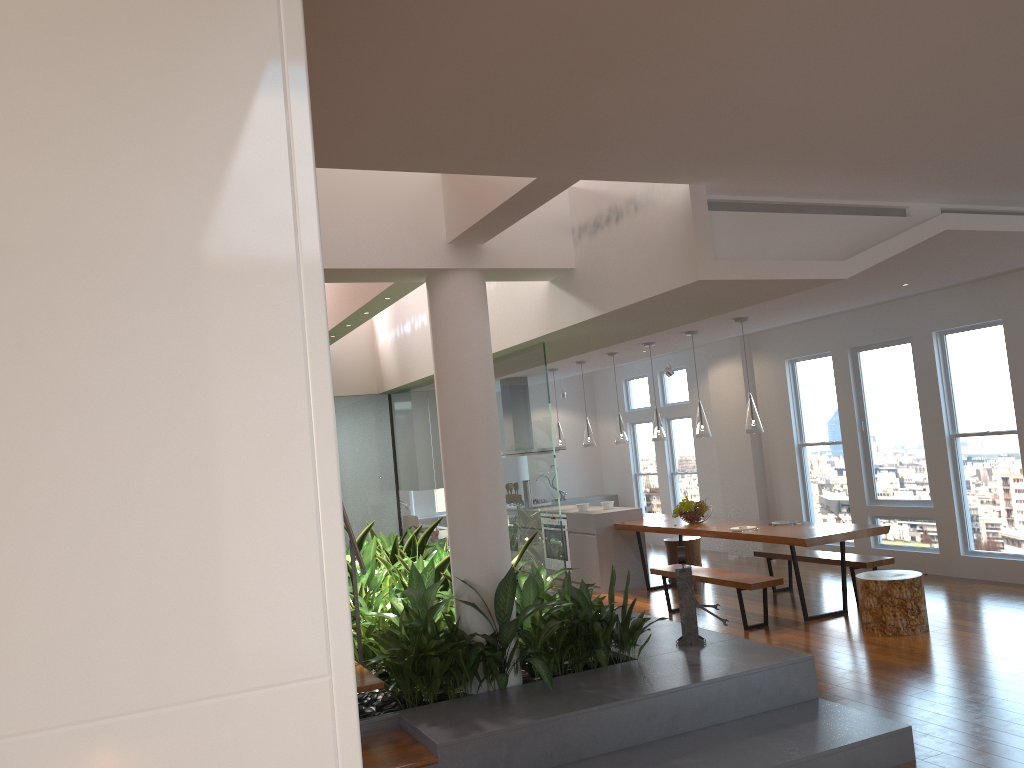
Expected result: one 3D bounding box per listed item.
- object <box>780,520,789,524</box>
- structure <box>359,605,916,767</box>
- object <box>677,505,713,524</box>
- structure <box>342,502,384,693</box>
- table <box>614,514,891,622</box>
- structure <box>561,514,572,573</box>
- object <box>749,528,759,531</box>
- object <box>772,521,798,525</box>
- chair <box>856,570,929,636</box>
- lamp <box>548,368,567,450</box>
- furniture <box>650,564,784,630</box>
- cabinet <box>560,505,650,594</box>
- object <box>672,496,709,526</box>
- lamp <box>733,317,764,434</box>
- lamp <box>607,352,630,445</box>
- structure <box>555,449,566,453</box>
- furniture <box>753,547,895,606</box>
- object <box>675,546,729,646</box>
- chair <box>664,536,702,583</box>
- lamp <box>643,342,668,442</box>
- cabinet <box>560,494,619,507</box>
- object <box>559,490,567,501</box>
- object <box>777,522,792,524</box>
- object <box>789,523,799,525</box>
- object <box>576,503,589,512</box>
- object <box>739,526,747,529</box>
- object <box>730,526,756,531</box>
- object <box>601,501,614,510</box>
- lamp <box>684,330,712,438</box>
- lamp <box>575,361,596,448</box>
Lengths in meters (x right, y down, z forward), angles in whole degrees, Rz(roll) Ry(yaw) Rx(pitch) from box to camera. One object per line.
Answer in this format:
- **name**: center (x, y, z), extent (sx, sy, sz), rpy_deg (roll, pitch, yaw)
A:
- **object**: center (2.427, 1.233, 7.896), extent (0.079, 0.030, 0.070), rpy_deg (-7, -4, 19)
- **structure**: center (-0.692, 1.929, 5.994), extent (3.088, 0.386, 5.584), rpy_deg (-3, -5, -24)
- **object**: center (1.804, 1.296, 8.736), extent (0.360, 0.159, 0.360), rpy_deg (-8, -5, 29)
- **structure**: center (-1.347, -0.060, 6.662), extent (2.552, 4.265, 4.591), rpy_deg (-3, -5, -24)
- **table**: center (1.457, 1.822, 9.639), extent (0.893, 0.704, 5.996), rpy_deg (-3, -5, -24)
- **structure**: center (0.517, 1.819, 10.203), extent (0.072, 0.648, 0.644), rpy_deg (-3, -5, -24)
- **object**: center (2.067, 1.257, 7.637), extent (0.149, 0.014, 0.044), rpy_deg (-3, -5, -26)
- **object**: center (2.428, 1.239, 7.895), extent (0.222, 0.020, 0.222), rpy_deg (-3, -5, -32)
- **chair**: center (2.823, 1.620, 6.591), extent (0.460, 0.400, 0.460), rpy_deg (-4, -4, -14)
- **lamp**: center (0.548, 0.271, 10.862), extent (0.160, 1.060, 0.160), rpy_deg (-6, -4, 3)
- **furniture**: center (1.719, 1.804, 7.551), extent (0.316, 0.389, 1.433), rpy_deg (-3, -5, -24)
- **cabinet**: center (0.581, 1.924, 10.774), extent (0.597, 0.832, 2.936), rpy_deg (-3, -5, -24)
- **object**: center (1.770, 1.237, 8.743), extent (0.292, 0.284, 0.394), rpy_deg (-8, -5, 30)
- **lamp**: center (2.012, -0.109, 7.578), extent (0.160, 1.060, 0.160), rpy_deg (-6, -4, 3)
- **lamp**: center (1.134, 0.119, 9.548), extent (0.160, 1.060, 0.160), rpy_deg (-6, -4, 3)
- **structure**: center (0.058, 0.248, 11.717), extent (0.909, 1.405, 0.900), rpy_deg (-3, -5, -24)
- **furniture**: center (2.804, 1.739, 8.042), extent (0.316, 0.389, 1.433), rpy_deg (-3, -5, -24)
- **object**: center (1.087, 1.227, 5.172), extent (0.318, 0.565, 0.134), rpy_deg (-6, -4, 12)
- **chair**: center (1.880, 1.916, 9.676), extent (0.396, 0.455, 0.402), rpy_deg (-2, -5, -34)
- **lamp**: center (1.426, 0.043, 8.892), extent (0.160, 1.060, 0.160), rpy_deg (-6, -4, 3)
- **cabinet**: center (1.025, 2.157, 13.864), extent (1.309, 0.725, 0.420), rpy_deg (-3, -5, -24)
- **object**: center (0.633, 1.534, 13.713), extent (0.210, 0.563, 0.590), rpy_deg (-9, -5, 37)
- **object**: center (2.428, 1.244, 7.895), extent (0.124, 0.011, 0.124), rpy_deg (-2, -6, -42)
- **object**: center (2.483, 1.227, 7.804), extent (0.158, 0.017, 0.019), rpy_deg (-3, -5, -29)
- **object**: center (0.789, 1.379, 9.878), extent (0.152, 0.082, 0.152), rpy_deg (-6, -4, 15)
- **object**: center (2.025, 1.261, 7.765), extent (0.079, 0.030, 0.070), rpy_deg (-8, -5, 29)
- **object**: center (2.025, 1.267, 7.765), extent (0.222, 0.020, 0.222), rpy_deg (-7, -4, 16)
- **object**: center (1.066, 1.352, 9.868), extent (0.152, 0.082, 0.152), rpy_deg (-7, -5, 26)
- **lamp**: center (1.719, -0.033, 8.235), extent (0.160, 1.060, 0.160), rpy_deg (-6, -4, 3)
- **lamp**: center (0.841, 0.195, 10.205), extent (0.160, 1.060, 0.160), rpy_deg (-6, -4, 3)
